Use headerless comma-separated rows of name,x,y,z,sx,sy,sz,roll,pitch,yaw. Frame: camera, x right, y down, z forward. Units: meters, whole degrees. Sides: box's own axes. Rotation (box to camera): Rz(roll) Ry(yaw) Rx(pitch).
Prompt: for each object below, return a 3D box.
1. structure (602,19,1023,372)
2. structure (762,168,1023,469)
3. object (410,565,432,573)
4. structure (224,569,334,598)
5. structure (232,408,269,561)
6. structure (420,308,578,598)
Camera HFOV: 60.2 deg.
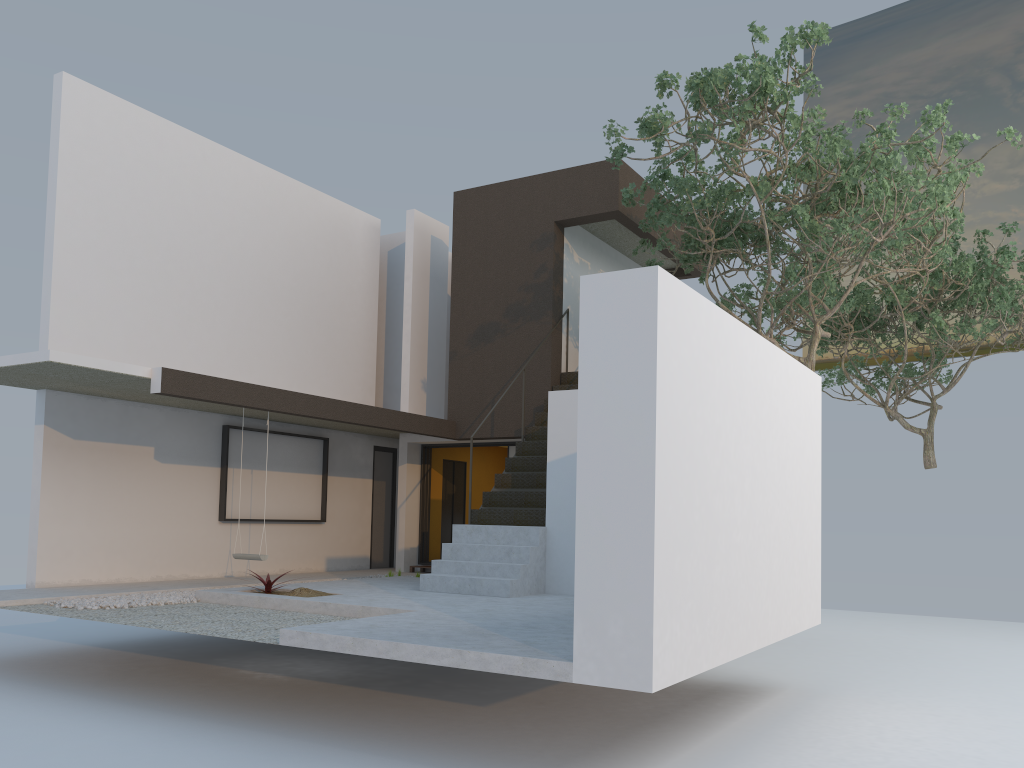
structure,3.426,-1.601,10.514,4.334,3.677,5.793,0,-7,11
structure,7.332,-0.825,15.845,5.508,4.673,7.362,0,-7,11
object,-1.207,2.893,13.740,0.704,0.100,0.352,-4,-10,31
structure,-2.357,2.093,9.145,1.205,0.290,0.752,-4,-9,31
structure,-3.037,1.128,10.363,0.462,1.856,0.129,-1,-4,31
structure,1.215,0.740,12.292,1.159,3.921,6.594,-1,-7,31
